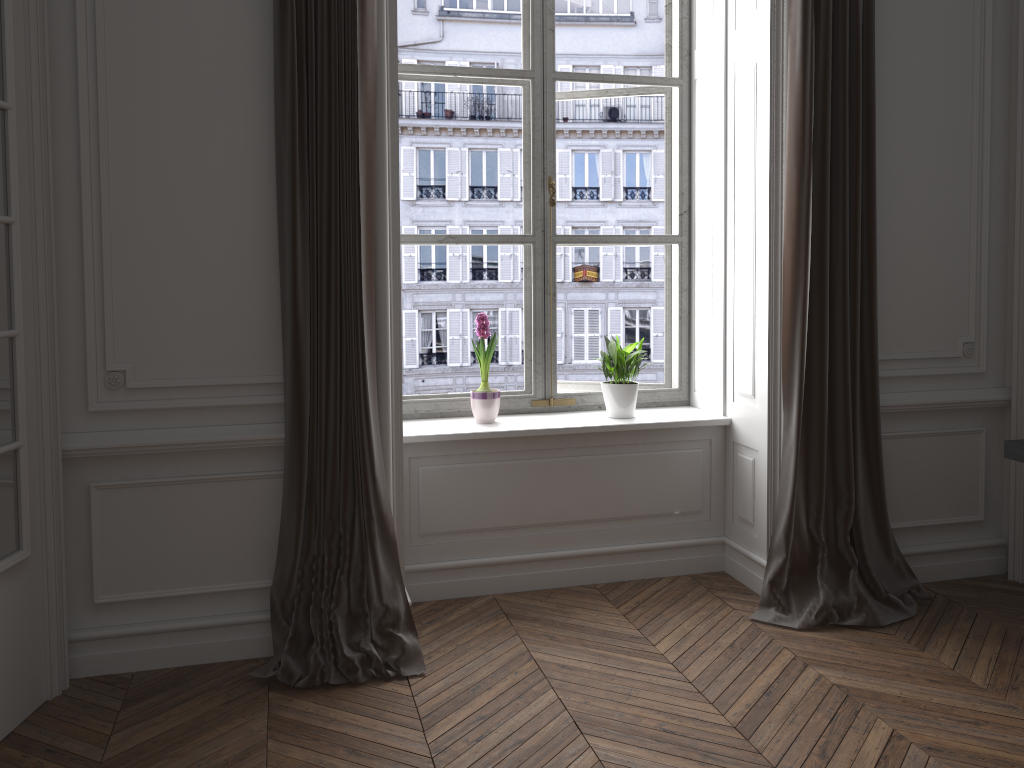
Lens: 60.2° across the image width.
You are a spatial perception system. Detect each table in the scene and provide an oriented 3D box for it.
[{"bbox_3d":[2.157,0.598,2.786,0.768,0.746,0.772,-2,5,-14],"label":"table"}]

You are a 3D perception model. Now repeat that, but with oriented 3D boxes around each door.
[{"bbox_3d":[2.553,-0.428,3.084,0.086,2.725,1.570,-2,4,-30],"label":"door"},{"bbox_3d":[-1.510,-0.262,2.035,0.086,2.725,1.572,0,4,1],"label":"door"}]

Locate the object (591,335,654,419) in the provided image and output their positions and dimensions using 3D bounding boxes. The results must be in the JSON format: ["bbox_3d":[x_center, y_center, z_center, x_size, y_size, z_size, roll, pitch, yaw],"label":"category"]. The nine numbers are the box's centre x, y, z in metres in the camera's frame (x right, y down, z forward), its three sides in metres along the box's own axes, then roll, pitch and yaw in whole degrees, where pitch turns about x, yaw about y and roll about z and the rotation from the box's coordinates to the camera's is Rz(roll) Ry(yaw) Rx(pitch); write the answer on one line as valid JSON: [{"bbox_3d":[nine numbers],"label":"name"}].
[{"bbox_3d":[0.488,-0.039,3.918,0.215,0.368,0.285,-3,5,-36],"label":"object"}]

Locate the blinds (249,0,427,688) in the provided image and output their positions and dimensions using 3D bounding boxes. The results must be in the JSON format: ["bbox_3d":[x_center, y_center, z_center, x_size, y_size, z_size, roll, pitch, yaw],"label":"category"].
[{"bbox_3d":[-0.599,-0.586,2.923,0.580,3.090,0.311,-1,3,-9],"label":"blinds"}]

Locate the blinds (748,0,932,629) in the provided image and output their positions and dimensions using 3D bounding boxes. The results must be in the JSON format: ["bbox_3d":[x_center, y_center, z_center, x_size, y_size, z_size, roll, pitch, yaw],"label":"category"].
[{"bbox_3d":[1.283,-0.659,3.371,0.778,3.090,0.343,-2,3,-20],"label":"blinds"}]

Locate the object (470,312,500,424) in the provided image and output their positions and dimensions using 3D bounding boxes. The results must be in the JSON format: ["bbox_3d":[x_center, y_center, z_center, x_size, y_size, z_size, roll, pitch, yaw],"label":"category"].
[{"bbox_3d":[-0.115,-0.071,3.800,0.129,0.474,0.129,2,4,36],"label":"object"}]

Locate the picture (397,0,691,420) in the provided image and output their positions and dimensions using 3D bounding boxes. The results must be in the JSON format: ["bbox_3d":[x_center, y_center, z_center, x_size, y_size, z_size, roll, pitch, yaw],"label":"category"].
[{"bbox_3d":[1.174,-0.900,0.403,13.216,4.784,13.304,-3,7,-22],"label":"picture"}]
